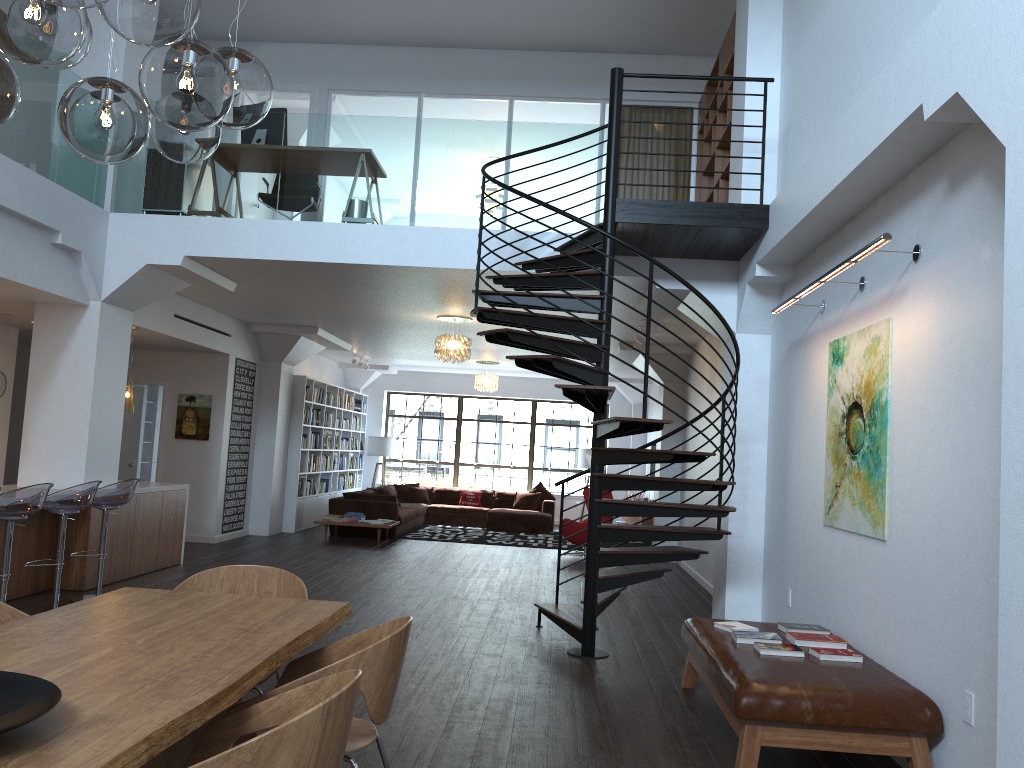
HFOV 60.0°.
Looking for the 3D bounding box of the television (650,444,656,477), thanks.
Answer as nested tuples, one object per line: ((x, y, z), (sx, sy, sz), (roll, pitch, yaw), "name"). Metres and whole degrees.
((2.490, 1.430, 15.487), (0.013, 0.816, 1.324), (3, -4, 3), "television")

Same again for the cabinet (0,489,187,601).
((-4.131, 1.343, 7.432), (0.898, 0.796, 4.493), (3, -4, 3), "cabinet")

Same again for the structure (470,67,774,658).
((0.674, -0.220, 6.570), (1.998, 4.352, 1.998), (7, -5, -36), "structure")

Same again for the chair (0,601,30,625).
((-1.830, 1.124, 3.008), (0.618, 0.833, 0.629), (3, -4, 1), "chair")

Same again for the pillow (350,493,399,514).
((-2.150, 1.892, 13.889), (0.750, 0.364, 0.289), (3, -4, 2), "pillow")

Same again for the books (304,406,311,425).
((-3.292, 0.502, 14.078), (0.176, 0.290, 0.053), (3, -4, 3), "books")

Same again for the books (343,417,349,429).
((-3.167, 0.753, 16.827), (0.140, 0.231, 0.042), (3, -4, 3), "books")

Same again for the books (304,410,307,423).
((-3.311, 0.516, 13.884), (0.152, 0.232, 0.104), (3, -4, 3), "books")

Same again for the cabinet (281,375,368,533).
((-3.365, 1.241, 15.871), (0.461, 2.414, 4.500), (3, -4, 3), "cabinet")

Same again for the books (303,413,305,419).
((-3.317, 0.532, 13.775), (0.161, 0.182, 0.170), (3, -4, 3), "books")

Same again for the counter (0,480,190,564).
((-3.302, 1.239, 5.765), (3.039, 0.860, 8.182), (6, -5, -26), "counter")

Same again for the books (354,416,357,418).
((-3.135, 0.771, 17.419), (0.176, 0.290, 0.036), (3, -4, 3), "books")

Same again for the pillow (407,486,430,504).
((-1.815, 2.142, 17.082), (0.489, 0.337, 0.238), (6, -5, -27), "pillow")

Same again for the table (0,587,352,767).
((-1.289, 1.103, 1.801), (1.012, 0.750, 3.803), (3, -4, 3), "table")

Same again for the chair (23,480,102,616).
((-3.421, 1.226, 6.724), (0.481, 1.014, 0.530), (3, -4, 1), "chair")

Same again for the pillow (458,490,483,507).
((-0.801, 2.224, 17.165), (0.465, 0.308, 0.220), (3, -4, -1), "pillow")

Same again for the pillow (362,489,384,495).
((-2.171, 1.869, 14.159), (0.269, 0.411, 0.559), (7, -6, -41), "pillow")

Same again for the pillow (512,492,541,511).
((0.274, 2.238, 16.988), (0.542, 0.362, 0.248), (1, -5, 24), "pillow")

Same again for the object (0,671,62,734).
((-1.266, 0.697, 1.838), (0.592, 0.066, 0.592), (7, -6, -39), "object")

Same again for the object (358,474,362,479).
((-3.220, 1.858, 17.840), (0.316, 0.088, 0.410), (3, -4, 3), "object")

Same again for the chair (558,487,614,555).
((1.089, 1.980, 12.930), (0.801, 1.006, 0.798), (1, -5, 28), "chair")

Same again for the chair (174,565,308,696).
((-1.189, 1.217, 3.721), (0.629, 0.833, 0.618), (3, -4, -2), "chair")

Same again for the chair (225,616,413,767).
((-0.649, 1.186, 2.935), (0.617, 0.830, 0.629), (3, -4, 3), "chair")

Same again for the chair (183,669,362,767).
((-0.695, 1.125, 2.171), (0.618, 0.833, 0.629), (3, -4, 5), "chair")

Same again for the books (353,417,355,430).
((-3.144, 0.771, 17.189), (0.183, 0.253, 0.034), (3, -4, 3), "books")

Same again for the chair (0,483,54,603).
((-3.470, 1.174, 6.090), (0.481, 1.014, 0.530), (3, -4, 1), "chair")

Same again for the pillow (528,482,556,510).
((0.492, 2.180, 17.147), (0.651, 0.587, 0.335), (5, -5, -18), "pillow")

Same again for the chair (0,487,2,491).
((-3.475, 1.125, 5.460), (0.481, 1.014, 0.530), (3, -4, 5), "chair")

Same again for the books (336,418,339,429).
((-3.203, 0.710, 16.037), (0.139, 0.191, 0.036), (3, -4, 3), "books")

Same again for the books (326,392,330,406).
((-3.222, 0.262, 15.355), (0.140, 0.231, 0.042), (3, -4, 3), "books")

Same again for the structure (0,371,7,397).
((-5.686, 0.004, 9.785), (0.040, 0.300, 0.300), (3, -4, 3), "structure")

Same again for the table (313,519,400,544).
((-2.282, 2.164, 13.085), (1.100, 0.271, 0.853), (3, -4, 3), "table")

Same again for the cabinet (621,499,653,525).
((2.285, 2.301, 15.492), (0.459, 0.350, 4.501), (3, -4, 3), "cabinet")

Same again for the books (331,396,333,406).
((-3.213, 0.293, 15.491), (0.139, 0.191, 0.036), (3, -4, 3), "books")

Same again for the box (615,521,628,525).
((2.203, 2.850, 17.847), (0.228, 0.165, 0.368), (3, -4, 3), "box")

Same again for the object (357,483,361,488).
((-3.223, 2.033, 17.826), (0.331, 0.088, 0.410), (3, -4, 3), "object")

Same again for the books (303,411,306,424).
((-3.317, 0.520, 13.855), (0.161, 0.218, 0.101), (3, -4, 3), "books")

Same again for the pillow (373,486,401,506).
((-2.206, 2.000, 15.585), (0.325, 0.391, 0.625), (2, -5, 20), "pillow")

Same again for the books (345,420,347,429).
((-3.180, 0.761, 16.643), (0.134, 0.184, 0.030), (3, -4, 3), "books")

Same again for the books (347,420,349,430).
((-3.166, 0.770, 16.785), (0.139, 0.191, 0.036), (3, -4, 3), "books")

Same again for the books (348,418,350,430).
((-3.169, 0.759, 16.876), (0.158, 0.226, 0.052), (3, -4, 3), "books")

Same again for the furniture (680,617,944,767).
((1.481, 1.646, 4.779), (0.907, 0.453, 1.819), (3, -4, 3), "furniture")

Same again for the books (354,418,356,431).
((-3.139, 0.774, 17.222), (0.183, 0.253, 0.034), (3, -4, 3), "books")

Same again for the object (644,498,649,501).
((2.449, 2.135, 16.199), (0.089, 0.110, 0.089), (7, -6, -42), "object")

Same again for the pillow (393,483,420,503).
((-1.999, 2.121, 17.191), (0.580, 0.418, 0.334), (5, -5, -24), "pillow")

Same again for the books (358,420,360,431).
((-3.119, 0.823, 17.636), (0.161, 0.223, 0.026), (3, -4, 3), "books")

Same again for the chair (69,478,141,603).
((-3.388, 1.277, 7.351), (0.481, 1.014, 0.530), (3, -4, 5), "chair")

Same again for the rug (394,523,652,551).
((0.310, 2.594, 14.952), (4.200, 0.007, 3.100), (3, -4, 5), "rug")

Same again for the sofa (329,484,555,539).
((-0.996, 2.234, 15.561), (3.481, 0.664, 4.197), (3, -4, 3), "sofa")

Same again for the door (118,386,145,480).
((-5.720, 1.032, 12.628), (0.826, 2.032, 0.174), (3, -4, 3), "door")

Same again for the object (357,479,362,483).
((-3.218, 1.945, 17.833), (0.331, 0.088, 0.410), (3, -4, 3), "object")

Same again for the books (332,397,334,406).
((-3.206, 0.307, 15.585), (0.128, 0.178, 0.022), (3, -4, 3), "books")

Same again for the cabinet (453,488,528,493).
((-0.459, 2.477, 18.026), (1.520, 0.625, 0.350), (3, -4, 3), "cabinet")

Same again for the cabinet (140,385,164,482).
((-5.884, 0.606, 13.326), (0.527, 2.991, 2.630), (3, -4, 3), "cabinet")
